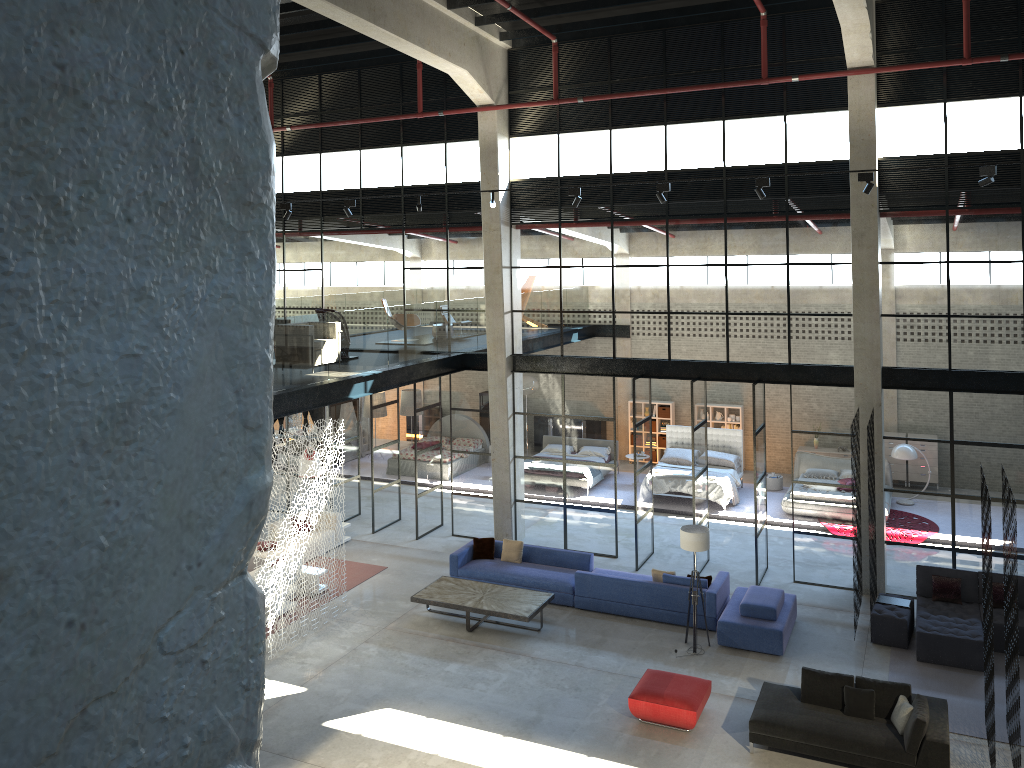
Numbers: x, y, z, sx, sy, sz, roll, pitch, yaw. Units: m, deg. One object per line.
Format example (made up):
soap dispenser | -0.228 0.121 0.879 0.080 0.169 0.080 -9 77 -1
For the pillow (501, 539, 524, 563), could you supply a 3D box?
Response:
pillow | 0.004 2.986 15.658 0.401 0.381 0.208 1 2 26

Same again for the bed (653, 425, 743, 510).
bed | 4.308 1.941 20.853 2.218 1.415 2.334 2 6 24

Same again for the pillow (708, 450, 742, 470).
pillow | 5.005 1.803 21.215 0.979 0.291 0.697 3 8 27

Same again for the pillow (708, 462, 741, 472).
pillow | 5.043 1.889 21.281 0.959 0.330 0.721 3 7 26

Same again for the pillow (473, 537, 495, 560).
pillow | -0.508 2.972 15.853 0.398 0.371 0.260 -1 3 4

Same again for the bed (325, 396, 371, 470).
bed | -5.587 1.123 25.352 2.248 2.076 2.328 1 5 25

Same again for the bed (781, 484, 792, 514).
bed | 7.340 2.280 19.766 2.242 0.922 2.576 2 8 25

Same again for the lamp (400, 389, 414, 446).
lamp | -2.857 1.137 25.501 0.803 1.922 0.683 -1 1 -23

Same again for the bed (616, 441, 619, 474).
bed | 1.364 2.031 22.413 2.256 0.867 2.414 2 8 25

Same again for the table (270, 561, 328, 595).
table | -3.836 3.435 15.531 1.201 0.369 0.302 3 4 25

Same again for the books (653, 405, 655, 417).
books | 3.978 0.734 24.370 0.087 0.320 0.254 -1 3 25

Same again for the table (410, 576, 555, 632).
table | -0.466 3.578 14.029 2.064 0.398 1.035 3 8 25

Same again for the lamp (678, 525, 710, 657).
lamp | 2.663 3.024 12.829 0.429 1.742 0.670 -1 1 23

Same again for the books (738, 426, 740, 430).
books | 6.045 1.269 23.362 0.022 0.274 0.254 -1 3 25

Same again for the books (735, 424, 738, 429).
books | 5.981 1.237 23.401 0.036 0.332 0.254 -1 3 25

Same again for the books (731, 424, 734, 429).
books | 5.913 1.227 23.433 0.055 0.341 0.254 -1 2 25

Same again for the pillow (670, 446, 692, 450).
pillow | 4.336 1.766 21.757 1.053 0.322 0.492 3 7 25

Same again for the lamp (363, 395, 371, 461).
lamp | -3.880 1.183 25.301 0.803 1.923 0.683 -1 1 -23

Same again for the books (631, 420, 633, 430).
books | 3.367 1.142 24.627 0.019 0.261 0.176 -1 2 25

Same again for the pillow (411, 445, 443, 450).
pillow | -2.289 1.666 23.732 0.876 0.212 0.636 0 7 4

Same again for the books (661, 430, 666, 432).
books | 4.258 1.278 24.226 0.256 0.071 0.215 3 8 25

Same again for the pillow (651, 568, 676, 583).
pillow | 2.453 3.167 14.106 0.401 0.381 0.208 1 2 26

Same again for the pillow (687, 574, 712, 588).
pillow | 2.965 3.191 13.911 0.398 0.371 0.260 -1 3 4

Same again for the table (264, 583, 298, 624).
table | -4.053 3.654 14.012 0.300 0.367 1.582 1 8 25

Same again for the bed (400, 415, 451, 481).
bed | -2.011 1.653 24.016 2.030 1.277 2.358 2 7 25

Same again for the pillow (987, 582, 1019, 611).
pillow | 7.338 3.172 13.125 0.406 0.377 0.193 1 2 25

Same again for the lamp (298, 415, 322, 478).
lamp | -3.742 1.131 16.248 0.439 1.100 0.441 0 1 34

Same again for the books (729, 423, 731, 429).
books | 5.848 1.229 23.464 0.059 0.334 0.254 -1 3 25

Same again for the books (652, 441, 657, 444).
books | 3.895 1.621 24.410 0.282 0.055 0.232 3 8 25

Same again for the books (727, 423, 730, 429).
books | 5.806 1.227 23.484 0.069 0.335 0.254 -1 3 25

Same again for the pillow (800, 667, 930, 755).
pillow | 4.182 3.683 10.170 0.745 0.417 1.589 -5 9 -35

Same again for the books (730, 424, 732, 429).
books | 5.891 1.228 23.463 0.064 0.334 0.254 -1 3 25

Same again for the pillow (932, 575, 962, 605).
pillow | 6.659 3.151 13.435 0.413 0.344 0.237 1 3 26

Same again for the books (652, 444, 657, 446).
books | 3.896 1.677 24.410 0.309 0.055 0.232 3 8 25

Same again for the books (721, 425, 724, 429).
books | 5.625 1.253 23.514 0.089 0.276 0.187 -1 2 25

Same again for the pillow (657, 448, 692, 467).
pillow | 4.120 1.805 21.521 1.026 0.373 0.670 3 7 28

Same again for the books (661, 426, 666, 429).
books | 4.256 1.199 24.226 0.256 0.047 0.215 3 9 25

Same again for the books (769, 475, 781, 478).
books | 6.376 2.234 21.280 0.228 0.046 0.303 4 9 31

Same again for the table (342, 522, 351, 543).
table | -3.795 3.059 18.172 0.901 0.369 0.302 2 4 25

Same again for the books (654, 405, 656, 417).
books | 4.008 0.735 24.356 0.087 0.320 0.254 -1 3 25

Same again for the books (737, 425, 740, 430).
books | 6.027 1.259 23.380 0.027 0.288 0.254 -1 3 25
